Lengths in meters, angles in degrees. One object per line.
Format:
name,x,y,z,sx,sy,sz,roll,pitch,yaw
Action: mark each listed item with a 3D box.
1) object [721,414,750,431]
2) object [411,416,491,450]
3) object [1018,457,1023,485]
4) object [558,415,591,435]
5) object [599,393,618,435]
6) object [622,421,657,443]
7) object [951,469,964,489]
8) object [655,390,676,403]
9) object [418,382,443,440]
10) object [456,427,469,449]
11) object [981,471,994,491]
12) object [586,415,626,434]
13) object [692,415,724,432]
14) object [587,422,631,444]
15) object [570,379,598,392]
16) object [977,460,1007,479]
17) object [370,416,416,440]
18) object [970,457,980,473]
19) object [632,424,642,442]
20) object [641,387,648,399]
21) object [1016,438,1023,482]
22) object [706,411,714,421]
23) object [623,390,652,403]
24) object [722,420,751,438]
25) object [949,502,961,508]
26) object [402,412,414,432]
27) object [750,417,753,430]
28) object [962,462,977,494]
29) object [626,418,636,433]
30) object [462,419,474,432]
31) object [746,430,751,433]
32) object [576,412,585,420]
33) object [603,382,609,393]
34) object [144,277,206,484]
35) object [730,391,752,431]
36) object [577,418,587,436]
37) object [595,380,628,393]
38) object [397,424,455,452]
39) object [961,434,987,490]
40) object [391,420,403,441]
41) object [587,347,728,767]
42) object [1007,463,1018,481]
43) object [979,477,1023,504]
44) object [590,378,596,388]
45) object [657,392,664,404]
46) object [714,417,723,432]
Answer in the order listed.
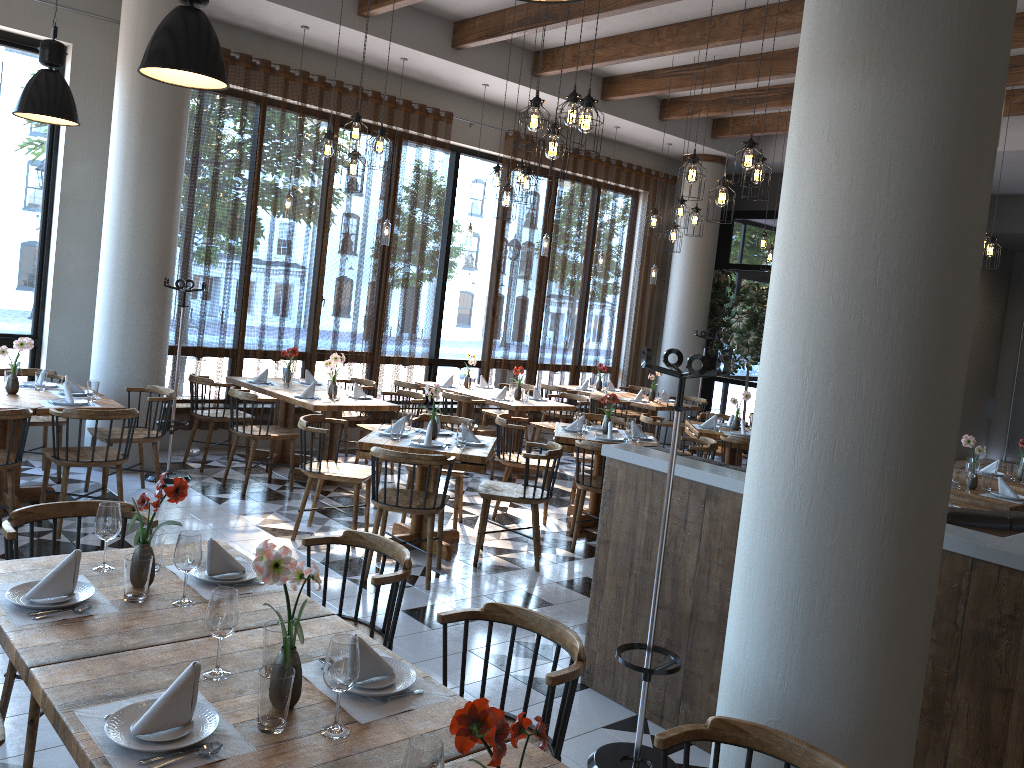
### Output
object,2.185,0.363,8.836,0.352,0.137,0.273,7,5,3
object,-0.429,0.318,6.237,0.582,0.137,0.579,7,5,3
object,4.117,0.697,7.122,0.081,0.215,0.081,6,3,-11
object,0.525,0.320,7.334,0.272,0.137,0.353,7,5,3
object,0.784,0.244,7.284,0.156,0.354,0.171,7,3,13
object,1.054,0.381,7.311,0.272,0.137,0.353,7,5,3
object,3.277,0.702,6.528,0.080,0.132,0.080,9,4,33
object,1.887,0.143,10.834,0.271,0.137,0.353,2,7,-42
object,-0.560,0.183,6.110,0.146,0.399,0.207,5,4,-22
object,-0.335,0.361,5.911,0.080,0.132,0.080,7,4,13
object,3.535,0.725,6.591,0.080,0.132,0.080,3,5,-42
object,0.802,0.327,7.591,0.352,0.137,0.273,7,5,3
object,1.909,0.357,8.579,0.272,0.137,0.353,7,5,3
object,0.778,0.374,7.054,0.352,0.137,0.273,7,5,3
object,0.909,0.007,11.134,0.271,0.137,0.353,2,7,-42
object,4.040,0.694,7.483,0.351,0.137,0.273,2,7,-42
object,-0.810,0.285,6.139,0.272,0.137,0.353,7,5,3
object,3.491,0.667,6.707,0.081,0.215,0.081,9,4,39
object,0.997,0.396,7.106,0.080,0.132,0.080,4,4,-37
object,1.619,0.111,10.891,0.080,0.132,0.080,9,4,33
object,4.232,0.624,7.290,0.156,0.354,0.171,9,4,41
object,1.961,0.344,8.799,0.080,0.132,0.080,4,4,-27
object,1.495,0.134,10.474,0.271,0.137,0.353,2,7,-42
object,2.161,0.411,8.300,0.352,0.137,0.273,7,5,3
object,2.739,0.726,5.614,0.351,0.137,0.273,2,7,-42
object,-0.753,0.273,6.363,0.080,0.132,0.080,8,4,23
object,2.392,0.394,8.777,0.080,0.132,0.080,4,4,-27
object,3.297,0.676,6.386,0.081,0.215,0.081,6,3,-11
object,1.010,0.357,7.537,0.080,0.132,0.080,4,4,-37
object,-0.322,0.322,6.342,0.080,0.132,0.080,7,4,13
object,2.438,0.417,8.556,0.272,0.137,0.353,7,5,3
object,0.579,0.308,7.559,0.080,0.132,0.080,4,4,-37
object,1.175,0.040,11.122,0.080,0.132,0.080,4,4,-27
object,-2.764,-0.036,7.301,0.375,1.655,0.374,8,4,30
object,2.193,0.259,8.539,0.206,0.399,0.147,4,4,-30
object,0.560,0.347,7.118,0.080,0.132,0.080,4,4,-27
object,1.301,0.017,11.494,0.271,0.137,0.353,2,7,-42
object,-0.558,0.339,5.860,0.352,0.137,0.273,7,5,3
object,3.405,0.577,6.568,0.206,0.399,0.147,4,4,-34
object,-0.772,0.312,5.922,0.080,0.132,0.080,8,4,23
object,0.569,0.696,3.408,0.375,1.655,0.374,8,3,25
object,4.098,0.724,7.265,0.080,0.132,0.080,9,4,33
object,3.563,0.747,6.354,0.351,0.137,0.273,2,7,-42
object,1.047,-0.013,11.537,0.080,0.132,0.080,4,4,-27
object,1.748,0.164,10.477,0.080,0.132,0.080,9,4,33
object,1.941,0.383,8.358,0.080,0.132,0.080,4,4,-27
